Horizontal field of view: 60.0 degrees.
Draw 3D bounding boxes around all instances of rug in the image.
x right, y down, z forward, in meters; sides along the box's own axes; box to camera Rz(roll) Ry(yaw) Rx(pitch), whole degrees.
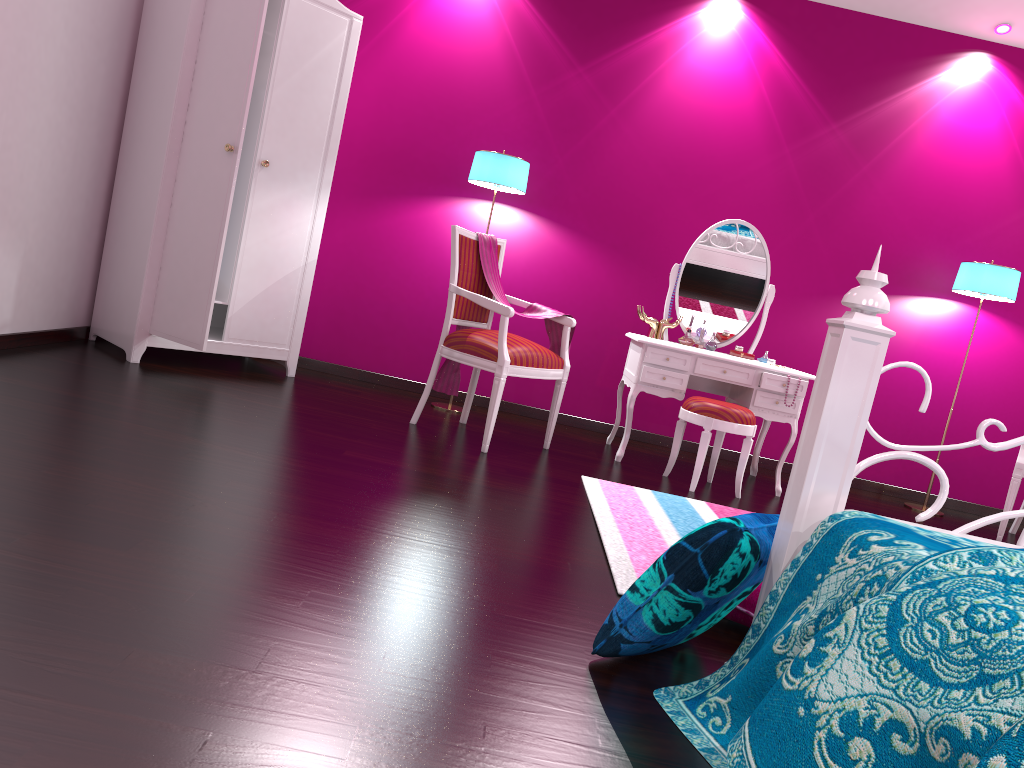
[{"bbox_3d":[1.302,0.676,2.949,2.100,0.018,1.400,12,6,-1],"label":"rug"}]

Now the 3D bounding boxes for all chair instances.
[{"bbox_3d":[-0.054,-0.197,3.958,0.511,0.901,0.528,17,8,34],"label":"chair"},{"bbox_3d":[0.894,0.273,3.978,0.337,0.390,0.337,12,6,-4],"label":"chair"},{"bbox_3d":[2.730,0.381,4.261,0.528,0.901,0.511,16,7,29],"label":"chair"}]

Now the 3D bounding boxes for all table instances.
[{"bbox_3d":[0.939,0.137,4.357,0.856,0.592,0.526,12,6,-1],"label":"table"}]

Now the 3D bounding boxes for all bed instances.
[{"bbox_3d":[1.440,0.388,0.632,2.167,1.143,2.317,12,6,-1],"label":"bed"}]

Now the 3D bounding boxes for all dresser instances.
[{"bbox_3d":[-1.271,-1.005,4.217,0.842,1.893,0.875,6,9,-45],"label":"dresser"}]

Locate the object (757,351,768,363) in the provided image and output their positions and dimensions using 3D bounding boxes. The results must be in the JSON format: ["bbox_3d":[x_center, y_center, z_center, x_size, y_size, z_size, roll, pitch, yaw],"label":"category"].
[{"bbox_3d":[1.272,-0.136,4.446,0.059,0.060,0.082,6,9,-44],"label":"object"}]

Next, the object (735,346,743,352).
[{"bbox_3d":[1.143,-0.177,4.462,0.040,0.026,0.040,12,6,-1],"label":"object"}]

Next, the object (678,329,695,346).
[{"bbox_3d":[0.884,-0.234,4.464,0.098,0.081,0.045,10,7,-23],"label":"object"}]

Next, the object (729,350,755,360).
[{"bbox_3d":[1.158,-0.146,4.462,0.122,0.027,0.075,14,7,14],"label":"object"}]

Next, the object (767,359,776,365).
[{"bbox_3d":[1.280,-0.109,4.379,0.040,0.026,0.040,12,6,-1],"label":"object"}]

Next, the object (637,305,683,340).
[{"bbox_3d":[0.734,-0.302,4.476,0.248,0.145,0.085,11,7,-13],"label":"object"}]

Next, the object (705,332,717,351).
[{"bbox_3d":[1.012,-0.215,4.480,0.059,0.094,0.059,17,8,38],"label":"object"}]

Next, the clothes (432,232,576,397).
[{"bbox_3d":[-0.009,-0.274,4.109,0.601,0.777,0.162,13,6,3],"label":"clothes"}]

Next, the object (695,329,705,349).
[{"bbox_3d":[0.950,-0.227,4.455,0.030,0.096,0.030,9,7,-29],"label":"object"}]

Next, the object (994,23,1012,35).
[{"bbox_3d":[2.558,-1.859,4.619,0.080,0.058,0.085,12,6,-1],"label":"object"}]

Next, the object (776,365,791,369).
[{"bbox_3d":[1.319,-0.083,4.309,0.073,0.006,0.073,7,8,-38],"label":"object"}]

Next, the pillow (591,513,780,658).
[{"bbox_3d":[0.393,0.423,1.869,0.264,0.357,0.402,18,8,40],"label":"pillow"}]

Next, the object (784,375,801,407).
[{"bbox_3d":[1.283,0.035,4.083,0.063,0.143,0.032,12,6,-1],"label":"object"}]

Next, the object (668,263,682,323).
[{"bbox_3d":[0.835,-0.460,4.556,0.022,0.320,0.044,12,6,-1],"label":"object"}]

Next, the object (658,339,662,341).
[{"bbox_3d":[0.729,-0.218,4.368,0.020,0.005,0.022,18,8,40],"label":"object"}]

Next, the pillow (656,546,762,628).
[{"bbox_3d":[0.579,0.513,2.322,0.400,0.142,0.429,15,7,24],"label":"pillow"}]

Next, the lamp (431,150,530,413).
[{"bbox_3d":[-0.182,-0.527,4.565,0.303,1.352,0.303,6,9,-45],"label":"lamp"}]

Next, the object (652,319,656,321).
[{"bbox_3d":[0.714,-0.320,4.452,0.021,0.005,0.020,11,6,-10],"label":"object"}]

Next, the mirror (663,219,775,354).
[{"bbox_3d":[1.061,-0.430,4.557,0.544,0.829,0.138,12,6,-1],"label":"mirror"}]

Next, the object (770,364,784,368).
[{"bbox_3d":[1.278,-0.086,4.274,0.073,0.003,0.073,14,6,10],"label":"object"}]

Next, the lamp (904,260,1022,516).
[{"bbox_3d":[2.340,0.017,4.656,0.303,1.352,0.303,13,6,9],"label":"lamp"}]
